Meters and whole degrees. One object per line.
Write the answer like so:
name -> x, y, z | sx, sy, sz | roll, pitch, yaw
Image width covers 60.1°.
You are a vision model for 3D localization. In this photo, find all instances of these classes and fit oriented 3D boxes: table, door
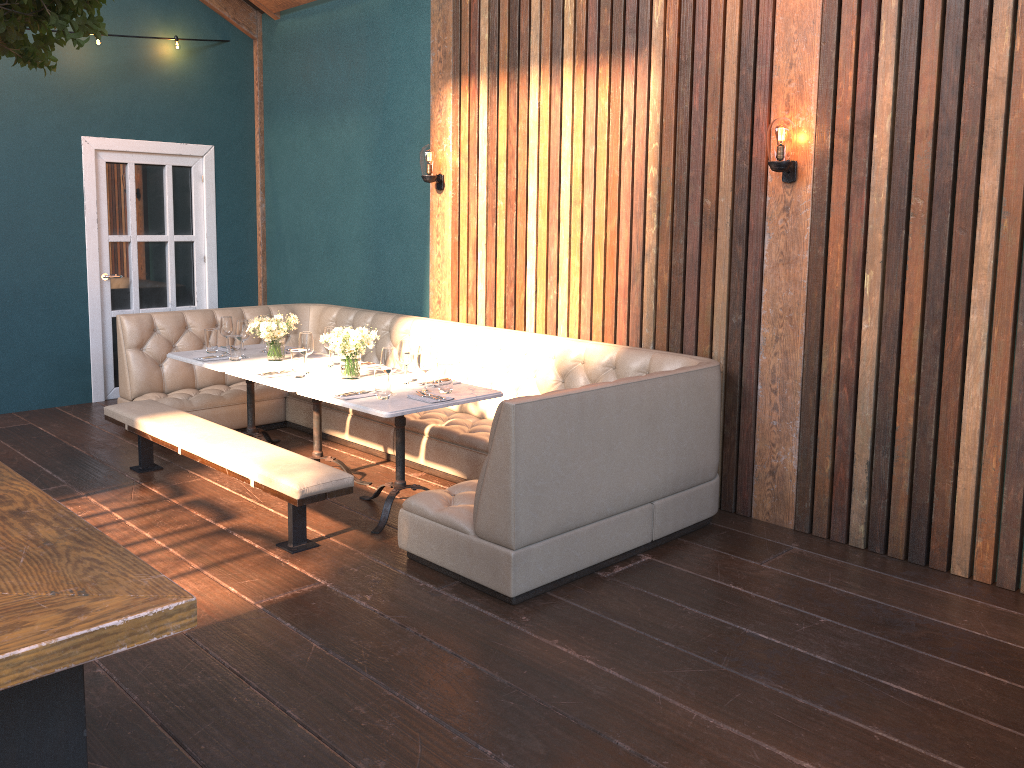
table -> -1.745, 0.133, 5.915 | 0.803, 0.667, 0.802 | 10, 13, 44
door -> -5.670, -0.591, 5.334 | 8.207, 2.191, 0.174 | -9, 12, -44
table -> -1.173, 0.248, 5.338 | 0.802, 0.667, 0.803 | -8, 12, -44
table -> -0.601, 0.364, 4.761 | 0.803, 0.667, 0.802 | 10, 12, 44

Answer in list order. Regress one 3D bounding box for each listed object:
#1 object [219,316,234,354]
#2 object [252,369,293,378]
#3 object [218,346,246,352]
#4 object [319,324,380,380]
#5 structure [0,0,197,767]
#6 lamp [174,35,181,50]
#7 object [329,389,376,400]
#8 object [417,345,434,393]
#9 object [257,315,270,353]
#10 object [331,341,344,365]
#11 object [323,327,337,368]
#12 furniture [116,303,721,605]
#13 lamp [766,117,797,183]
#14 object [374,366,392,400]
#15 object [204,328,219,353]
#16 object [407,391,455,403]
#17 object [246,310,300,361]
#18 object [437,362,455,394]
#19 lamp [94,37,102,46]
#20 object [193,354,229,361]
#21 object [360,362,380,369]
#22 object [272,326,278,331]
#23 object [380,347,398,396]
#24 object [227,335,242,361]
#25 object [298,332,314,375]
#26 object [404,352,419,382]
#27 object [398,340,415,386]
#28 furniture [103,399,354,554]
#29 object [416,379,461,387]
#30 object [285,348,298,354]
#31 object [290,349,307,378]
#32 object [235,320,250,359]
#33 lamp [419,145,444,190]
object -> -1.894, -0.324, 5.878 | 0.092, 0.242, 0.093 | 1, 7, -2
object -> -1.362, -0.064, 5.130 | 0.256, 0.019, 0.158 | -9, 15, -44
object -> -1.924, -0.244, 6.053 | 0.158, 0.019, 0.256 | -9, 14, -43
object -> -0.926, -0.189, 5.050 | 0.336, 0.307, 0.332 | 0, 9, -2
structure -> -1.715, -0.529, 1.274 | 2.721, 3.666, 2.869 | -5, 10, -36
lamp -> -2.858, -2.913, 7.557 | 0.056, 0.120, 0.057 | 5, 8, 27
object -> -0.801, 0.048, 4.569 | 0.256, 0.019, 0.158 | -9, 15, -44
object -> -0.457, -0.079, 4.671 | 0.092, 0.242, 0.093 | 1, 7, 3
object -> -1.669, -0.337, 5.966 | 0.092, 0.242, 0.093 | 1, 7, -2
object -> -1.092, -0.201, 5.512 | 0.092, 0.157, 0.092 | 6, 9, 31
object -> -1.108, -0.224, 5.400 | 0.092, 0.242, 0.093 | 1, 7, 3
furniture -> -0.842, 0.106, 5.616 | 1.716, 0.852, 4.179 | -9, 14, -44
lamp -> 1.346, -1.166, 4.408 | 0.178, 0.317, 0.147 | -7, 11, -44
object -> -0.654, -0.004, 4.482 | 0.092, 0.157, 0.092 | 6, 9, 31
object -> -2.002, -0.287, 5.899 | 0.092, 0.157, 0.092 | 6, 9, 31
object -> -0.429, 0.062, 4.522 | 0.158, 0.019, 0.256 | -9, 14, -43
object -> -1.519, -0.305, 5.628 | 0.329, 0.307, 0.339 | 2, 9, 10
object -> -0.349, -0.032, 4.659 | 0.092, 0.157, 0.092 | 6, 9, 31
lamp -> -3.239, -2.703, 6.920 | 0.056, 0.119, 0.057 | -2, 8, -23
object -> -1.899, -0.175, 5.682 | 0.256, 0.019, 0.158 | -9, 15, -44
object -> -0.946, -0.116, 5.442 | 0.256, 0.019, 0.158 | -9, 15, -44
object -> -1.653, -0.315, 6.078 | 0.092, 0.157, 0.092 | 6, 9, 31
object -> -0.636, -0.066, 4.584 | 0.092, 0.242, 0.093 | 1, 7, 3
object -> -1.751, -0.226, 5.595 | 0.092, 0.157, 0.092 | 6, 9, 31
object -> -1.197, -0.178, 5.145 | 0.092, 0.242, 0.093 | 1, 7, 3
object -> -0.565, -0.095, 4.981 | 0.092, 0.157, 0.092 | 6, 9, 31
object -> -0.582, -0.118, 4.869 | 0.092, 0.242, 0.093 | 1, 7, 3
furniture -> -1.662, 0.461, 4.893 | 0.314, 0.396, 2.341 | -7, 13, -44
object -> -0.420, -0.010, 4.911 | 0.256, 0.019, 0.158 | -9, 15, -44
object -> -1.507, -0.229, 6.008 | 0.256, 0.019, 0.158 | -9, 15, -44
object -> -1.215, -0.116, 5.043 | 0.092, 0.157, 0.092 | 6, 9, 31
object -> -1.733, -0.288, 5.698 | 0.092, 0.242, 0.093 | 1, 7, -2
lamp -> -0.580, -1.555, 6.351 | 0.178, 0.317, 0.147 | -7, 11, -44
